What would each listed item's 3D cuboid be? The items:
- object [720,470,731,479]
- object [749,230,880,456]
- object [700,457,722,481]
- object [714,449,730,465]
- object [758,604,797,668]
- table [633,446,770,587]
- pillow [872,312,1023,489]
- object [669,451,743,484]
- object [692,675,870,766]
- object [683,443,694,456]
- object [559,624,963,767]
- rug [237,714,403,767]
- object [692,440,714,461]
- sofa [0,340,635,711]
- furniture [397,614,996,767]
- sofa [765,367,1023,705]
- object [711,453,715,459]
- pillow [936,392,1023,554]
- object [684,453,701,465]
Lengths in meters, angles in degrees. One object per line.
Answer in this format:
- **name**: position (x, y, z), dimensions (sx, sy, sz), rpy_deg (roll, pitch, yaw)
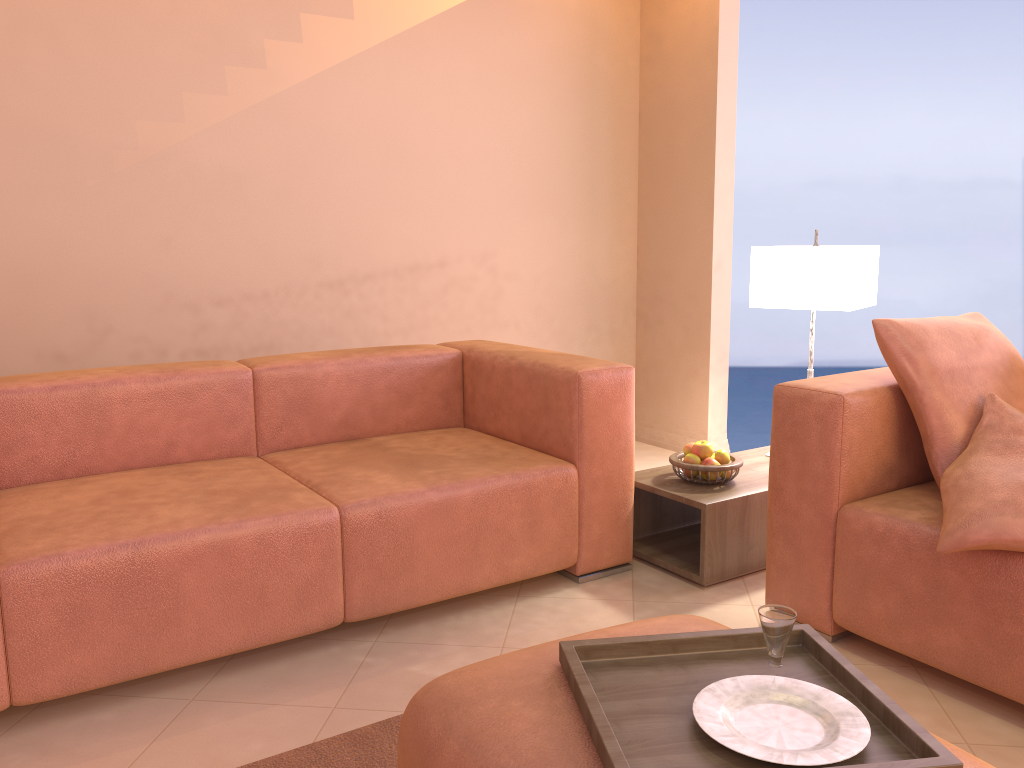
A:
- **object**: position (0.684, 0.282, 2.844), dimensions (0.046, 0.046, 0.055), rpy_deg (6, 11, 34)
- **object**: position (1.064, -0.142, 3.147), dimensions (0.344, 0.799, 0.344), rpy_deg (6, 11, 35)
- **object**: position (0.630, 0.270, 2.818), dimensions (0.072, 0.076, 0.074), rpy_deg (-4, 10, -23)
- **object**: position (0.672, 0.235, 2.835), dimensions (0.051, 0.053, 0.045), rpy_deg (-2, 9, -10)
- **object**: position (0.427, 0.411, 1.432), dimensions (0.061, 0.091, 0.061), rpy_deg (7, 12, 41)
- **table**: position (0.844, 0.417, 3.044), dimensions (0.918, 0.268, 0.412), rpy_deg (-6, 11, -33)
- **pillow**: position (1.219, 0.049, 2.342), dimensions (0.519, 0.455, 0.314), rpy_deg (-7, 11, -36)
- **object**: position (0.628, 0.275, 2.874), dimensions (0.235, 0.071, 0.235), rpy_deg (-8, 12, -40)
- **object**: position (0.377, 0.476, 1.252), dimensions (0.240, 0.018, 0.240), rpy_deg (3, 10, 21)
- **object**: position (0.586, 0.215, 2.897), dimensions (0.047, 0.046, 0.054), rpy_deg (8, 12, 43)
- **object**: position (0.323, 0.467, 1.291), dimensions (0.436, 0.034, 0.421), rpy_deg (-2, 9, -8)
- **rug**: position (0.303, 0.920, 0.767), dimensions (1.833, 0.005, 2.626), rpy_deg (-6, 11, -33)
- **object**: position (0.612, 0.215, 2.850), dimensions (0.069, 0.061, 0.068), rpy_deg (3, 10, 18)
- **sofa**: position (-0.998, 0.327, 2.424), dimensions (2.781, 0.672, 0.943), rpy_deg (-6, 11, -33)
- **furniture**: position (0.401, 0.669, 1.072), dimensions (0.685, 0.301, 1.291), rpy_deg (-5, 10, -28)
- **sofa**: position (1.817, 0.445, 1.539), dimensions (0.943, 0.672, 2.781), rpy_deg (-6, 11, -33)
- **object**: position (0.649, 0.259, 2.889), dimensions (0.076, 0.065, 0.077), rpy_deg (-4, 10, -21)
- **pillow**: position (1.238, 0.203, 1.965), dimensions (0.517, 0.292, 0.514), rpy_deg (4, 10, 26)
- **object**: position (0.575, 0.246, 2.827), dimensions (0.055, 0.047, 0.045), rpy_deg (6, 11, 33)
